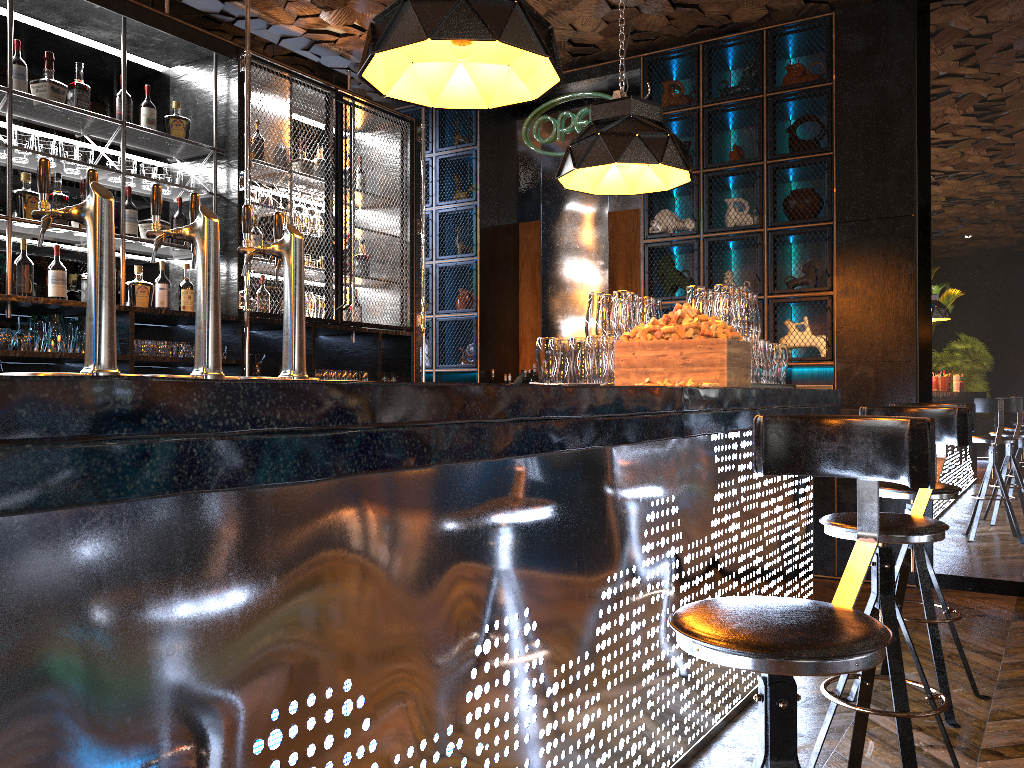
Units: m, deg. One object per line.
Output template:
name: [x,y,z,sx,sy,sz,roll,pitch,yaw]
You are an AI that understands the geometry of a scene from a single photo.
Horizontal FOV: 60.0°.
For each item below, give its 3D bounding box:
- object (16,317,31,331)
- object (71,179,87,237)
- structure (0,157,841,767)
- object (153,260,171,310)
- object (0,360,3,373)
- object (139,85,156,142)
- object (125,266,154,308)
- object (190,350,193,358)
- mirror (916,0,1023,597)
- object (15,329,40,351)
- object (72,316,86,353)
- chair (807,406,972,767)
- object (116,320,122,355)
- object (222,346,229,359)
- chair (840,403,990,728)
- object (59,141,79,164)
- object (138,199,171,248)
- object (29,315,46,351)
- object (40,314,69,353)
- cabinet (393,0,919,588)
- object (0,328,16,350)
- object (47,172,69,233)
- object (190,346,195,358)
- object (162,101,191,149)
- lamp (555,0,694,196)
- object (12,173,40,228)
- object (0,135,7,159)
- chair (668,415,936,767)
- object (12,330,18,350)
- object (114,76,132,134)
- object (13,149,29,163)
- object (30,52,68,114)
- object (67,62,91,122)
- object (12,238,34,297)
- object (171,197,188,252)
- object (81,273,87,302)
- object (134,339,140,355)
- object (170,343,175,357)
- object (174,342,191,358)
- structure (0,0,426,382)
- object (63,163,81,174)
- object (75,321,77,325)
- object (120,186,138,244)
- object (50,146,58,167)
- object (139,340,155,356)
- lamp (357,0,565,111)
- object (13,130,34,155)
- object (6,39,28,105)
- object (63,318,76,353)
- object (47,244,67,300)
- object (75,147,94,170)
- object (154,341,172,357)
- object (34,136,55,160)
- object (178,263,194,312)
object: [-2.294,-0.229,4.180,0.101,0.172,0.115,0,-1,17]
object: [-2.125,-0.881,4.421,0.123,0.279,0.123,1,-1,-44]
structure: [-0.575,0.323,1.889,1.214,1.685,6.009,0,-1,32]
object: [-1.903,-0.522,4.823,0.086,0.298,0.086,0,-1,-9]
object: [-2.268,0.010,3.870,0.091,0.229,0.091,0,-1,4]
object: [-1.962,-1.459,4.774,0.086,0.298,0.086,0,-1,-9]
object: [-1.972,-0.499,4.685,0.094,0.248,0.151,-1,-1,41]
object: [-1.783,-0.171,4.865,0.088,0.070,0.098,0,-1,-35]
mirror: [2.932,-0.577,4.980,1.194,3.551,0.026,0,-1,32]
object: [-2.168,-0.194,3.966,0.098,0.097,0.098,0,-1,-24]
object: [-2.005,-0.229,4.166,0.101,0.172,0.115,0,-1,17]
chair: [1.028,0.617,2.425,0.476,1.108,0.419,1,-1,-43]
object: [-1.942,-0.228,4.283,0.101,0.172,0.115,0,-1,-28]
object: [-1.605,-0.171,4.871,0.098,0.070,0.088,-1,-1,42]
chair: [1.528,0.627,3.350,0.419,1.108,0.476,-1,-1,42]
object: [-2.140,-1.117,4.284,0.089,0.092,0.089,0,-1,-5]
object: [-1.916,-0.877,4.756,0.123,0.279,0.123,0,-1,21]
object: [-2.194,-0.230,4.110,0.101,0.172,0.115,-1,-1,42]
object: [-2.089,-0.230,4.050,0.115,0.172,0.101,0,-1,-28]
cabinet: [0.650,-0.539,6.630,4.416,3.514,0.691,0,-1,32]
object: [-2.228,-0.195,3.881,0.098,0.097,0.098,0,-1,11]
object: [-2.210,-0.884,4.311,0.083,0.282,0.083,0,-1,32]
object: [-1.701,-0.171,4.812,0.088,0.070,0.098,0,-1,-23]
object: [-1.850,-1.431,4.892,0.151,0.248,0.094,0,-1,-29]
lamp: [0.489,-1.667,3.866,0.607,1.564,0.582,0,-1,32]
object: [-2.291,-0.868,4.180,0.094,0.248,0.151,0,-1,21]
object: [-2.416,-1.118,4.176,0.089,0.092,0.089,0,-1,-16]
chair: [0.425,0.606,1.367,0.476,1.108,0.419,1,-1,-43]
object: [-2.261,-0.193,4.021,0.098,0.097,0.098,0,-1,-33]
object: [-2.025,-1.461,4.619,0.086,0.299,0.086,0,-1,-9]
object: [-2.368,-1.117,4.265,0.089,0.092,0.089,0,-1,-19]
object: [-2.227,-1.453,4.265,0.123,0.279,0.123,0,-1,21]
object: [-2.153,-1.454,4.409,0.083,0.282,0.083,0,-1,32]
object: [-2.283,-0.531,4.142,0.086,0.297,0.086,0,-1,-24]
object: [-1.840,-0.887,4.908,0.086,0.299,0.086,0,-1,-9]
object: [-2.111,-0.519,4.464,0.083,0.282,0.083,0,-1,17]
object: [-1.902,-0.181,4.430,0.084,0.082,0.084,0,-1,24]
object: [-1.833,-0.178,4.717,0.084,0.082,0.084,-1,-1,38]
object: [-1.740,-0.179,4.680,0.084,0.082,0.084,0,-1,14]
structure: [-2.518,-0.590,3.464,1.143,3.553,6.750,0,-1,32]
object: [-2.222,-1.114,4.481,0.089,0.092,0.089,0,-1,6]
object: [-2.150,-0.226,4.411,0.101,0.172,0.115,-1,-1,42]
object: [-2.008,-0.889,4.647,0.086,0.298,0.086,0,-1,-9]
object: [-2.274,-1.116,4.342,0.089,0.092,0.089,0,-1,31]
object: [-1.856,-0.180,4.497,0.084,0.082,0.084,0,-1,33]
lamp: [-0.148,-1.681,2.619,0.607,1.564,0.582,0,-1,32]
object: [-2.265,-1.118,4.109,0.089,0.092,0.089,0,-1,4]
object: [-2.319,-1.465,4.156,0.086,0.298,0.086,0,-1,-9]
object: [-2.117,-0.228,4.230,0.101,0.172,0.115,0,-1,-28]
object: [-2.214,-0.529,4.313,0.086,0.298,0.086,0,-1,-9]
object: [-2.117,-1.115,4.386,0.089,0.092,0.089,0,-1,-14]
object: [-1.803,-0.179,4.579,0.084,0.082,0.084,0,-1,-40]
object: [-2.217,-1.117,4.208,0.089,0.092,0.089,0,-1,-5]
object: [-1.814,-0.521,4.940,0.080,0.299,0.080,0,-1,34]
